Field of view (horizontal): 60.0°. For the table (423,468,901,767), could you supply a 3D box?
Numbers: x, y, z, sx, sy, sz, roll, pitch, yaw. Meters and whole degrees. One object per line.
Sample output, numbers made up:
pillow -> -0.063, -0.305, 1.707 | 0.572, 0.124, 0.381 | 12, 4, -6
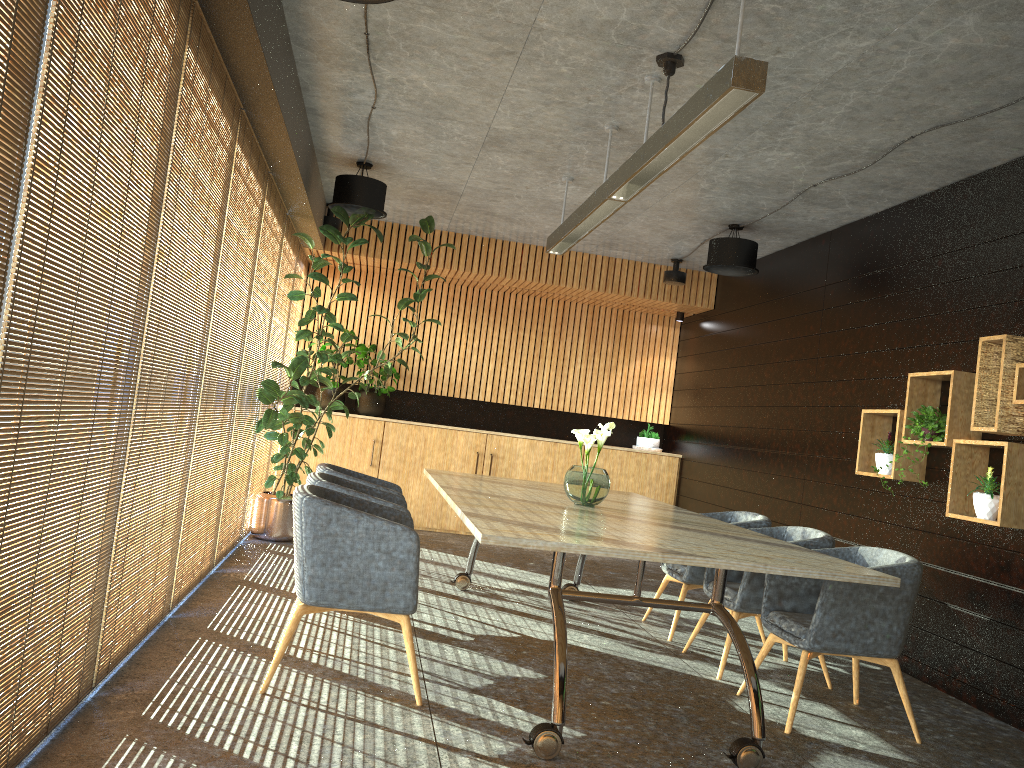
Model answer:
table -> 0.405, 1.225, 5.564 | 1.816, 0.927, 3.932 | 8, -3, -9

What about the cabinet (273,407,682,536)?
cabinet -> -0.442, 1.210, 11.099 | 4.954, 1.272, 1.006 | 8, -3, -9

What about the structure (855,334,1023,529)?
structure -> 2.924, 0.292, 5.653 | 0.242, 1.130, 2.172 | 8, -3, -9

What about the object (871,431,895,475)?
object -> 2.735, 0.501, 6.447 | 0.241, 0.318, 0.226 | 9, -3, -34

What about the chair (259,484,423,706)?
chair -> -0.784, 1.016, 4.471 | 0.761, 0.944, 0.706 | 8, -3, -9

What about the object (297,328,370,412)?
object -> -2.219, -0.201, 10.769 | 0.666, 1.054, 0.640 | 5, -3, 33

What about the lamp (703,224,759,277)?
lamp -> 2.077, -1.274, 8.328 | 0.513, 0.497, 0.513 | 6, -3, 21

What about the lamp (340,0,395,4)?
lamp -> -0.638, -1.842, 3.528 | 0.513, 0.497, 0.513 | 8, -3, -20

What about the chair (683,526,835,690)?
chair -> 1.624, 1.379, 5.752 | 0.761, 0.944, 0.706 | 8, -3, -9

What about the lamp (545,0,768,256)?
lamp -> 0.713, -1.482, 5.701 | 0.151, 0.618, 4.009 | 8, -3, -9

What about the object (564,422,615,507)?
object -> 0.490, 0.495, 5.620 | 0.295, 0.546, 0.322 | 7, -3, 1

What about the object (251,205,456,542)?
object -> -1.876, -0.103, 8.475 | 1.958, 3.266, 1.875 | 6, -3, 30

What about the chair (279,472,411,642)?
chair -> -0.925, 1.041, 5.360 | 0.761, 0.944, 0.706 | 8, -3, -9

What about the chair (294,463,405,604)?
chair -> -1.065, 1.066, 6.248 | 0.761, 0.944, 0.706 | 8, -3, -9

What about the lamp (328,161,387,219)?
lamp -> -1.331, -1.726, 7.802 | 0.513, 0.497, 0.513 | 9, -3, -38

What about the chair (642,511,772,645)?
chair -> 1.484, 1.404, 6.641 | 0.761, 0.944, 0.706 | 8, -3, -9

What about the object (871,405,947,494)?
object -> 2.709, 0.451, 5.940 | 0.401, 0.633, 0.445 | 9, -3, -28

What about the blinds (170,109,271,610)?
blinds -> -1.942, -0.149, 6.010 | 0.039, 3.038, 1.422 | 8, -3, -9

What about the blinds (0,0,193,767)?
blinds -> -1.487, -0.229, 3.131 | 0.039, 3.038, 1.422 | 8, -3, -9

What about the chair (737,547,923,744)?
chair -> 1.764, 1.354, 4.864 | 0.761, 0.944, 0.706 | 8, -3, -9

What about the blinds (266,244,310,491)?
blinds -> -2.632, -0.028, 10.384 | 0.039, 3.038, 1.422 | 8, -3, -9

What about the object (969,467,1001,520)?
object -> 2.882, 0.658, 5.385 | 0.226, 0.318, 0.241 | 8, -3, -9

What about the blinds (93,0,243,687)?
blinds -> -0.927, -0.190, 2.085 | 1.388, 3.075, 6.486 | 9, -3, -27

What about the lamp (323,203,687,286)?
lamp -> -0.044, -1.553, 9.880 | 4.179, 0.294, 0.257 | 8, -3, -9

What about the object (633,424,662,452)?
object -> 1.777, 0.693, 11.535 | 0.384, 0.347, 0.384 | 6, -3, 14

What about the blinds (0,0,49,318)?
blinds -> -1.258, -0.269, 1.681 | 0.039, 3.038, 1.422 | 8, -3, -9

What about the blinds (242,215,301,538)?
blinds -> -2.403, -0.068, 8.934 | 0.039, 3.038, 1.422 | 8, -3, -9

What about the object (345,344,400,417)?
object -> -1.725, -0.048, 10.828 | 0.679, 0.880, 0.512 | 7, -3, -5

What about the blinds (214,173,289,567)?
blinds -> -2.170, -0.109, 7.459 | 0.039, 3.038, 1.422 | 8, -3, -9
